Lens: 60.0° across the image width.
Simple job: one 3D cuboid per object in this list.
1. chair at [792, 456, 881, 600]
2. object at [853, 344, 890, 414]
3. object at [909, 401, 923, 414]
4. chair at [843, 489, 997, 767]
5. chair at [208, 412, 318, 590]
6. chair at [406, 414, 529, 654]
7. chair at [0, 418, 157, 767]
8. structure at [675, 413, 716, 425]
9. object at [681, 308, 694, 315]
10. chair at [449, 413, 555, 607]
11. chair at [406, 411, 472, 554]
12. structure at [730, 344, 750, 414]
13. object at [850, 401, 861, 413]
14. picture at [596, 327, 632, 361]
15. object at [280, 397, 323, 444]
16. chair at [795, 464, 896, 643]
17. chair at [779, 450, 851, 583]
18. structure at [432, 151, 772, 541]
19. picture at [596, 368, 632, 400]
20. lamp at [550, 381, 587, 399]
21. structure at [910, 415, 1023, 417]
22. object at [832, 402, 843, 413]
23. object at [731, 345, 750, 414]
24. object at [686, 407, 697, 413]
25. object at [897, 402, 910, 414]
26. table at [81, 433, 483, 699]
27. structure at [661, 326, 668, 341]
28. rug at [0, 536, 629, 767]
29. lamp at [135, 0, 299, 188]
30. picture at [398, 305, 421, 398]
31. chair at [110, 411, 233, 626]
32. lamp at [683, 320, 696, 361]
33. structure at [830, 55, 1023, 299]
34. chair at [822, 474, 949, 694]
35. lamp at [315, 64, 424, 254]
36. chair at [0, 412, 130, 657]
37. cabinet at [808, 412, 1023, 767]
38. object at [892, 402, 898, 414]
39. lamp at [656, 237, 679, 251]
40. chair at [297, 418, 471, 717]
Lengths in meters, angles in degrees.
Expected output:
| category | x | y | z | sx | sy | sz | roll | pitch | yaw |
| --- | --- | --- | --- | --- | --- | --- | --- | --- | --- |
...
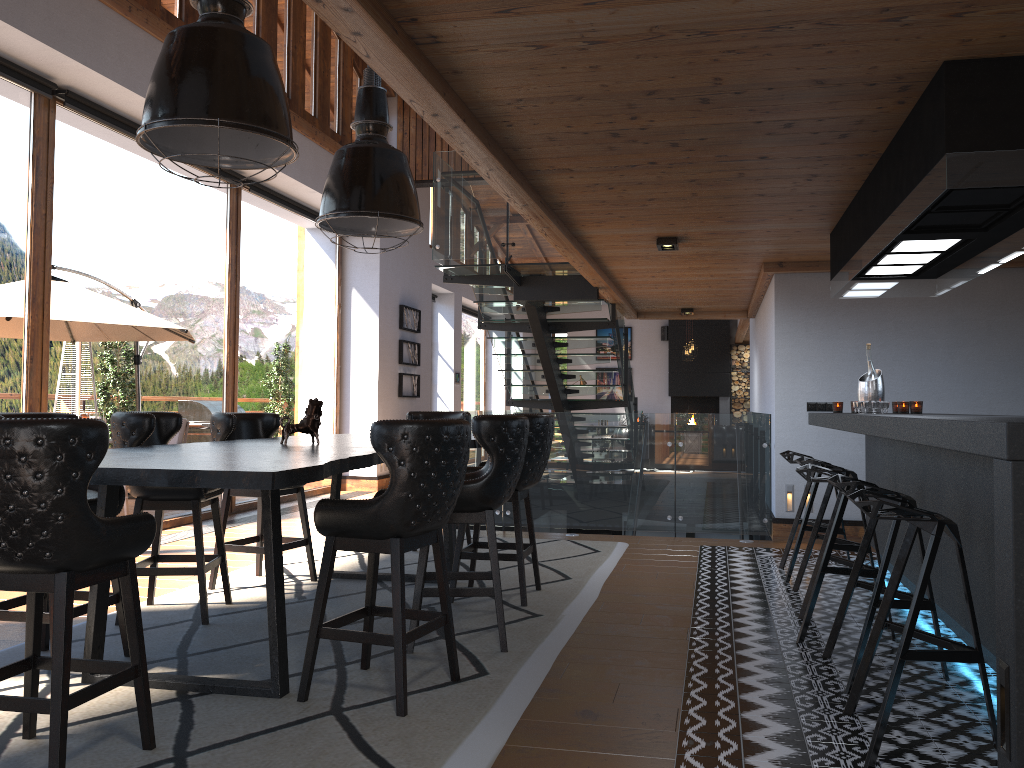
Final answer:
| category | x | y | z | sx | sy | sz | roll | pitch | yaw |
| --- | --- | --- | --- | --- | --- | --- | --- | --- | --- |
| chair | 1.925 | 0.859 | 5.227 | 0.467 | 0.840 | 0.540 | 0 | -2 | 9 |
| object | 2.325 | -0.034 | 5.741 | 0.225 | 0.453 | 0.226 | 0 | -2 | 12 |
| object | 2.538 | 0.148 | 5.564 | 0.080 | 0.081 | 0.078 | 1 | -2 | -23 |
| chair | 1.397 | 0.799 | 3.007 | 0.467 | 0.840 | 0.541 | 0 | -2 | 13 |
| chair | -1.577 | 0.725 | 5.490 | 0.563 | 1.092 | 0.508 | 0 | -2 | 21 |
| chair | -0.203 | 0.694 | 4.272 | 0.569 | 1.092 | 0.503 | 1 | -2 | -4 |
| chair | -1.425 | 0.645 | 2.659 | 0.502 | 1.092 | 0.570 | 0 | -2 | 11 |
| structure | 4.277 | 0.937 | 20.802 | 0.978 | 0.514 | 0.184 | 0 | -2 | 12 |
| object | 2.229 | -0.925 | 11.253 | 0.154 | 0.068 | 0.262 | 0 | -2 | 13 |
| chair | -0.035 | 0.719 | 5.225 | 0.566 | 1.092 | 0.506 | 0 | -2 | 11 |
| chair | -0.571 | 0.750 | 6.612 | 0.502 | 1.092 | 0.570 | 0 | -2 | 11 |
| structure | 5.355 | 0.392 | 20.736 | 0.499 | 2.618 | 0.514 | 0 | -2 | 12 |
| object | 2.332 | 0.158 | 5.996 | 0.080 | 0.081 | 0.078 | 1 | -2 | -23 |
| picture | 2.486 | -0.982 | 21.647 | 0.875 | 0.816 | 0.036 | 0 | -2 | 12 |
| object | -1.106 | 0.195 | 4.649 | 0.223 | 0.254 | 0.115 | 1 | -2 | -25 |
| chair | 1.679 | 0.838 | 4.474 | 0.466 | 0.840 | 0.542 | 0 | -2 | 18 |
| chair | 2.053 | 0.879 | 5.976 | 0.467 | 0.840 | 0.541 | 0 | -2 | 12 |
| structure | -1.608 | 0.999 | 10.244 | 9.165 | 6.401 | 11.075 | 0 | -2 | 12 |
| picture | 2.479 | 0.013 | 21.608 | 0.875 | 0.816 | 0.036 | 0 | -2 | 12 |
| lamp | 1.231 | 0.723 | 20.661 | 0.521 | 1.900 | 1.336 | -1 | -2 | 33 |
| structure | 2.137 | 0.156 | 4.030 | 0.502 | 0.017 | 0.613 | 0 | -1 | 12 |
| object | 2.449 | 0.175 | 6.660 | 0.080 | 0.081 | 0.078 | 2 | -3 | -43 |
| object | 5.351 | 0.399 | 20.746 | 0.491 | 2.613 | 0.468 | 0 | -2 | 12 |
| object | 3.738 | 0.850 | 17.737 | 0.403 | 0.808 | 0.625 | 0 | -2 | 24 |
| object | 2.624 | 0.158 | 5.939 | 0.080 | 0.081 | 0.078 | 1 | -2 | -23 |
| table | -0.995 | 0.789 | 4.651 | 1.422 | 0.950 | 3.814 | 0 | -2 | 13 |
| structure | 3.685 | -1.214 | 21.328 | 0.212 | 0.349 | 0.214 | 0 | -2 | 12 |
| rug | -0.867 | 1.253 | 4.937 | 2.539 | 0.047 | 5.657 | 0 | -1 | 13 |
| lamp | -1.165 | -3.153 | 3.669 | 0.628 | 4.687 | 0.614 | 2 | -3 | -33 |
| picture | -1.488 | -0.460 | 12.925 | 0.059 | 1.313 | 0.777 | 0 | -2 | 13 |
| chair | -1.825 | 0.693 | 4.701 | 0.569 | 1.092 | 0.503 | 1 | -2 | -4 |
| lamp | 3.686 | -1.594 | 18.476 | 0.261 | 2.203 | 0.803 | 0 | -2 | 4 |
| structure | 2.256 | -0.889 | 4.678 | 0.707 | 0.476 | 3.265 | 0 | -2 | 13 |
| chair | 1.598 | 0.820 | 3.760 | 0.467 | 0.840 | 0.540 | 0 | -2 | 9 |
| lamp | -0.807 | -3.111 | 5.228 | 0.628 | 4.687 | 0.614 | 2 | -3 | -33 |
| chair | -1.993 | 0.668 | 3.748 | 0.566 | 1.092 | 0.506 | 0 | -2 | 11 |
| cabinet | 2.193 | 0.711 | 4.434 | 0.884 | 1.104 | 4.822 | 0 | -2 | 13 |
| object | 2.667 | 0.163 | 6.125 | 0.080 | 0.081 | 0.078 | 1 | -2 | -23 |
| lamp | 1.162 | -1.050 | 6.611 | 0.154 | 0.068 | 0.262 | 0 | -2 | 13 |
| chair | -0.451 | 0.682 | 3.482 | 0.563 | 1.092 | 0.508 | 0 | -2 | 21 |
